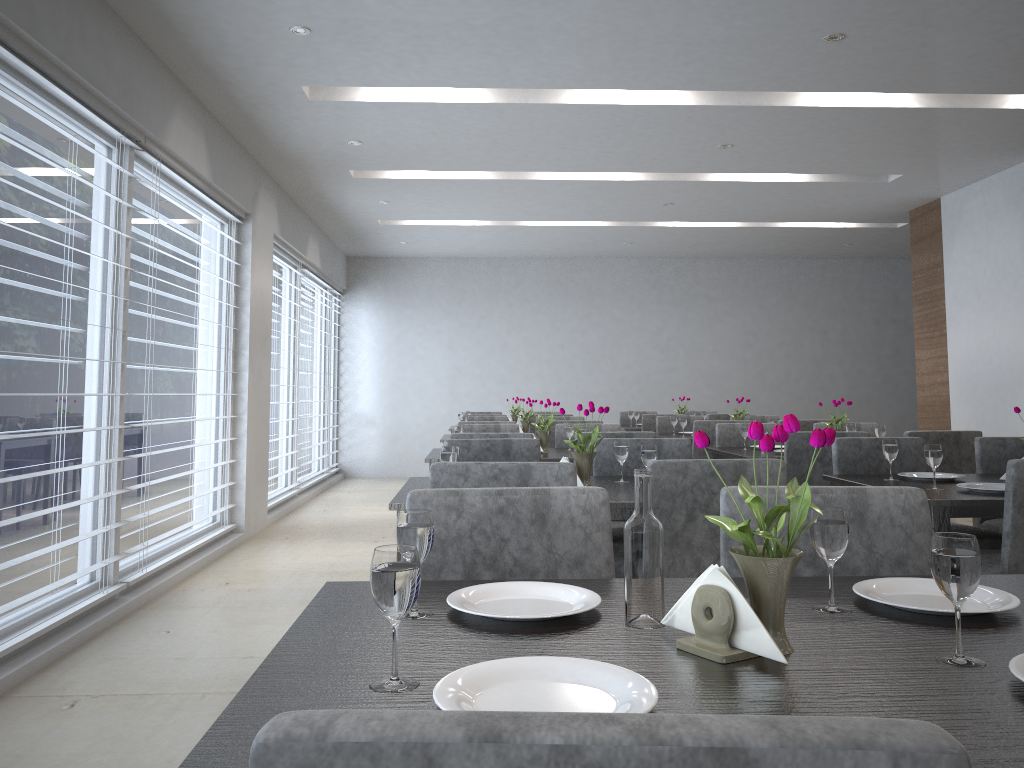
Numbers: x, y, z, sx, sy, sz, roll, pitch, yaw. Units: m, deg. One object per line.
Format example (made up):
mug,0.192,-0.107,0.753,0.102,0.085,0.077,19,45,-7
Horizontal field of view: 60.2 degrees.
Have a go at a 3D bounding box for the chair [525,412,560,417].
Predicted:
chair,0.291,0.648,8.337,0.477,0.767,0.489,0,-4,3

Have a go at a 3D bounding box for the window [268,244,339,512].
window,-1.980,-0.057,8.181,0.159,2.083,3.643,0,-2,-2

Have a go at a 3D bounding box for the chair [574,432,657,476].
chair,0.445,0.602,4.208,0.477,0.767,0.489,0,-4,-7

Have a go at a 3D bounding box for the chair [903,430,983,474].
chair,1.962,0.600,4.268,0.477,0.767,0.489,0,-4,-7

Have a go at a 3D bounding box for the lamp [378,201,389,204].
lamp,-1.052,-1.487,7.249,0.089,0.007,0.089,-1,-1,43

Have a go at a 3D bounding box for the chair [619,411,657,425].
chair,1.263,0.647,8.383,0.477,0.767,0.489,0,-4,-7

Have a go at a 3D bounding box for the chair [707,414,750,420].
chair,1.824,0.638,7.742,0.477,0.767,0.489,0,-4,-7

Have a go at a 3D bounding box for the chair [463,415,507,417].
chair,-0.217,0.641,7.603,0.477,0.767,0.489,0,-4,3

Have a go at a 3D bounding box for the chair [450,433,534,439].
chair,-0.079,0.602,4.129,0.477,0.767,0.489,0,-4,3

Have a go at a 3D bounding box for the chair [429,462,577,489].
chair,-0.012,0.583,2.445,0.477,0.767,0.489,0,-4,3

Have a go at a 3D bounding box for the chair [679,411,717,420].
chair,1.808,0.646,8.397,0.477,0.767,0.489,0,-4,3

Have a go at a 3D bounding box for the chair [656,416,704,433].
chair,1.334,0.627,6.611,0.477,0.767,0.489,0,-4,-7

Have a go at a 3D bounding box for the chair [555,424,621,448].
chair,0.430,0.609,4.863,0.477,0.767,0.489,0,-4,3

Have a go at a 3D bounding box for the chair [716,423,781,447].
chair,1.401,0.608,4.909,0.477,0.767,0.489,0,-4,-7

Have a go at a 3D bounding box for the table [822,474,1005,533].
table,1.757,0.647,2.875,1.189,0.638,0.774,0,-2,-2

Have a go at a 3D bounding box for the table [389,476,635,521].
table,0.240,0.650,2.815,1.189,0.638,0.774,0,-2,-2

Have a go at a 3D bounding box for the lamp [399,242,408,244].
lamp,-1.128,-1.466,9.178,0.089,0.007,0.089,-1,-1,43

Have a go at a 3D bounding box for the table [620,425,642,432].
table,1.551,0.705,8.034,1.189,0.638,0.774,0,-2,-2

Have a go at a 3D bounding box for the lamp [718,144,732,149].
lamp,1.353,-1.510,5.620,0.089,0.007,0.089,-1,-1,43

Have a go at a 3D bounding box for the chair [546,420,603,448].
chair,0.378,0.621,5.910,0.477,0.767,0.489,0,-4,-7

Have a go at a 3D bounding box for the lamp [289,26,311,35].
lamp,-0.915,-1.526,3.817,0.089,0.007,0.089,-1,-1,43

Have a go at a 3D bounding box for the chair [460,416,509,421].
chair,-0.183,0.629,6.551,0.477,0.767,0.489,0,-4,-7

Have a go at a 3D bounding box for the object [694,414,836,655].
object,0.306,0.173,1.049,0.154,0.278,0.103,0,-5,-5

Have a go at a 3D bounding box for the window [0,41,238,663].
window,-1.742,-0.124,2.210,0.159,2.082,7.072,0,-1,-2

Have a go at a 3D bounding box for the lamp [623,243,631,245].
lamp,1.207,-1.470,9.270,0.089,0.007,0.089,-1,-1,43

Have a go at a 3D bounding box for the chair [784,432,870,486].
chair,1.438,0.600,4.190,0.477,0.767,0.489,0,-4,3

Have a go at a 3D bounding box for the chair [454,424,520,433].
chair,-0.116,0.610,4.849,0.477,0.767,0.489,0,-4,-7

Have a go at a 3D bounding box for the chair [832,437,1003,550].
chair,1.468,0.589,3.225,0.477,0.767,0.489,0,-4,-7

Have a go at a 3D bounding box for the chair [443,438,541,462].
chair,-0.049,0.592,3.164,0.477,0.767,0.489,0,-4,-7

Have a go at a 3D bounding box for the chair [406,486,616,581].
chair,0.023,0.572,1.378,0.477,0.767,0.489,0,-4,-7

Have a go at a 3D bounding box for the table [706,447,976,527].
table,1.690,0.666,4.560,1.189,0.638,0.774,0,-2,-2

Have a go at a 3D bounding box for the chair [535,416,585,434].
chair,0.362,0.628,6.565,0.477,0.767,0.489,0,-4,3

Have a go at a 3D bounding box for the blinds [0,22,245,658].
blinds,-1.637,-0.151,2.206,0.045,2.052,7.067,0,-1,-2

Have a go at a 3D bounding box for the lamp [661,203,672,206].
lamp,1.284,-1.491,7.342,0.089,0.007,0.089,-1,-1,43

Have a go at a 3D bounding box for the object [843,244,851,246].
object,3.543,-1.473,9.363,0.089,0.007,0.089,-1,-1,43

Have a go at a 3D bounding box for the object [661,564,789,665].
object,0.242,0.262,1.034,0.070,0.100,0.202,2,-3,-32

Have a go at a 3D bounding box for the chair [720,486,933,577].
chair,0.568,0.571,1.392,0.477,0.767,0.489,0,-4,3

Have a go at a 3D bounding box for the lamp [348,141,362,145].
lamp,-0.983,-1.507,5.527,0.089,0.007,0.089,-1,-1,43

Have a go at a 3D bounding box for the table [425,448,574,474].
table,0.173,0.669,4.500,1.189,0.638,0.774,0,-2,-2

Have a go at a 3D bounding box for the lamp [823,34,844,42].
lamp,1.421,-1.530,3.909,0.089,0.007,0.089,-1,-1,43

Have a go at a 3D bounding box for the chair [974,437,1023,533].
chair,2.014,0.588,3.238,0.477,0.767,0.489,0,-4,3

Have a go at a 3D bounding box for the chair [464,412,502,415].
chair,-0.254,0.649,8.323,0.477,0.767,0.489,0,-4,-7

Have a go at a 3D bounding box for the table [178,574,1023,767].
table,0.311,0.630,1.029,1.189,0.638,0.774,0,-2,-2

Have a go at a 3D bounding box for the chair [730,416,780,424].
chair,1.879,0.626,6.625,0.477,0.767,0.489,0,-4,3

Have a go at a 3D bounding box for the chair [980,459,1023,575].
chair,1.505,0.581,2.505,0.477,0.767,0.489,0,-4,3

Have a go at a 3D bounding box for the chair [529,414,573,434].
chair,0.307,0.641,7.682,0.477,0.767,0.489,0,-4,-7

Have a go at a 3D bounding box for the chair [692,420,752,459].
chair,1.371,0.619,5.892,0.477,0.767,0.489,0,-4,3

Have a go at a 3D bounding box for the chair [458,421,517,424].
chair,-0.146,0.621,5.832,0.477,0.767,0.489,0,-4,3

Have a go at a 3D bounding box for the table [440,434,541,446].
table,0.105,0.688,6.202,1.189,0.638,0.774,0,-2,-2

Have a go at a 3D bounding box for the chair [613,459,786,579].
chair,0.513,0.583,2.523,0.477,0.767,0.489,0,-4,-7

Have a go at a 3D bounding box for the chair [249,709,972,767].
chair,0.059,0.564,0.658,0.477,0.767,0.489,0,-4,3

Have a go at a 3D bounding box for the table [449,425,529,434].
table,0.034,0.708,7.974,1.189,0.638,0.774,0,-2,-2

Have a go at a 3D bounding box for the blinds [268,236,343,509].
blinds,-1.875,-0.084,8.197,0.045,2.054,3.634,0,-2,-2

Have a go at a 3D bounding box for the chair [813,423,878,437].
chair,1.947,0.607,4.923,0.477,0.767,0.489,0,-4,3

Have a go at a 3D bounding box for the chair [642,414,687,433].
chair,1.300,0.639,7.663,0.477,0.767,0.489,0,-4,3

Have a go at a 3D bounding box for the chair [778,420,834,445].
chair,1.895,0.619,5.970,0.477,0.767,0.489,0,-4,-7

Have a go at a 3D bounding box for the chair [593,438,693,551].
chair,0.497,0.591,3.178,0.477,0.767,0.489,0,-4,3

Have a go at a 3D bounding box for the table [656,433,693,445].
table,1.622,0.685,6.262,1.189,0.638,0.774,0,-2,-2
